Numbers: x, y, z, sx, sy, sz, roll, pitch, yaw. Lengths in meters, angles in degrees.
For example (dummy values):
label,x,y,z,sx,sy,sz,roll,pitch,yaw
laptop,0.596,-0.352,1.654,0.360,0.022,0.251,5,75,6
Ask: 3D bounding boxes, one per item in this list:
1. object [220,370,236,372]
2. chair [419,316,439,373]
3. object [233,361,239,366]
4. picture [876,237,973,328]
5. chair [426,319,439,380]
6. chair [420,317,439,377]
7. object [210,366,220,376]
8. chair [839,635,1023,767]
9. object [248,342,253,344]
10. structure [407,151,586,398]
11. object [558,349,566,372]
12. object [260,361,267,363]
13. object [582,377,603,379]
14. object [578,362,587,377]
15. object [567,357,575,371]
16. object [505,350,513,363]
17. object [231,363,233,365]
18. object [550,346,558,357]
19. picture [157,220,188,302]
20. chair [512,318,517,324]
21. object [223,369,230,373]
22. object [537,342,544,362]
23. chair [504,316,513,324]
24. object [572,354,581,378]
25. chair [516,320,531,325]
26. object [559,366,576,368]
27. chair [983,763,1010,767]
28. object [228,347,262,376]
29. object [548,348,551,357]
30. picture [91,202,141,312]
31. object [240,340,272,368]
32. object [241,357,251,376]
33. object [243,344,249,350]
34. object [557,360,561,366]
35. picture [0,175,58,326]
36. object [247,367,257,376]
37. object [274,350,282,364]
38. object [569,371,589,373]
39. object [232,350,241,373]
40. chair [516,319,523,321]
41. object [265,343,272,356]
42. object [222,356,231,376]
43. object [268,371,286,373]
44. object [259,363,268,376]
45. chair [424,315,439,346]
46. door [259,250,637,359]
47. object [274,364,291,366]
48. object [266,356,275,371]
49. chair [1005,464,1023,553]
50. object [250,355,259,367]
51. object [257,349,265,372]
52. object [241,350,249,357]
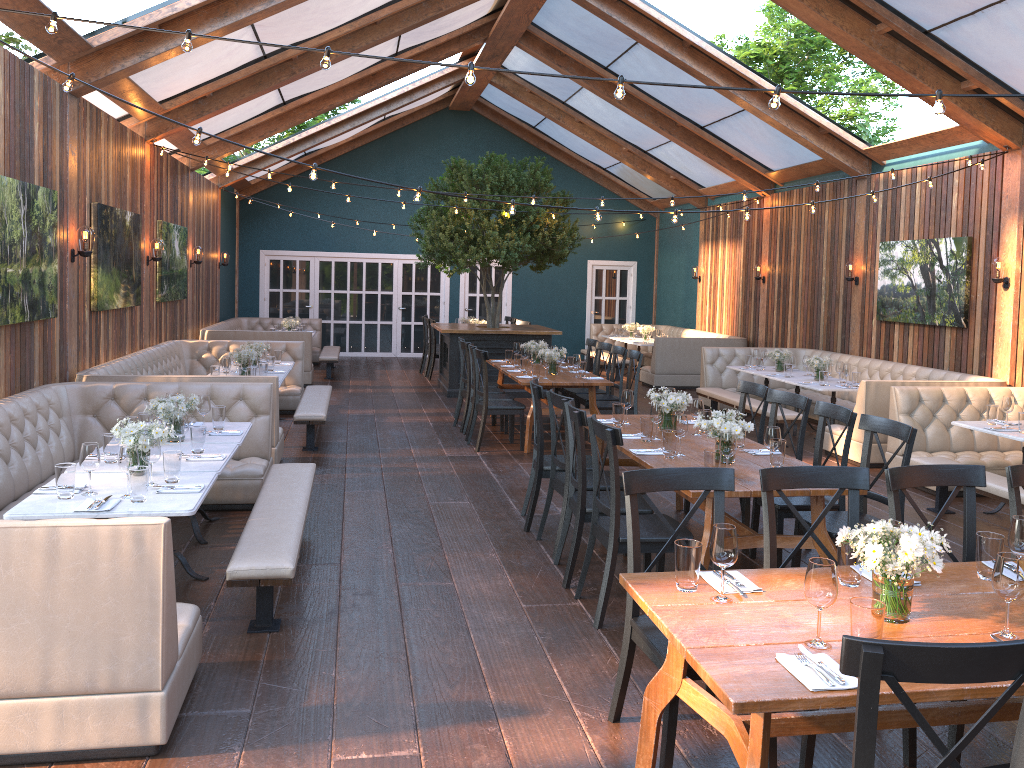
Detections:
label,x,y,z,sx,sy,sz,roll,pitch,yaw
object,-3.093,-0.144,9.519,0.255,0.019,0.158,0,7,-10
chair,-1.431,-0.729,16.265,0.539,1.016,0.479,1,4,-5
object,-3.150,-0.287,10.121,0.092,0.157,0.092,0,4,-24
picture,4.822,-1.208,10.452,0.065,0.993,1.659,1,6,-10
chair,-1.174,-0.593,15.175,0.539,1.016,0.479,1,4,-10
chair,-1.319,-0.661,15.718,0.539,1.016,0.479,1,4,-15
object,-2.876,-0.096,8.571,0.092,0.157,0.092,0,4,-24
chair,0.906,1.019,2.083,0.477,1.016,0.542,1,4,-5
object,-3.089,-0.366,10.433,0.092,0.243,0.092,4,4,38
structure,-0.255,-1.728,13.655,2.714,3.682,2.864,1,4,-1
object,0.553,-0.262,9.892,0.092,0.243,0.092,4,4,32
object,-3.021,-0.271,10.601,0.157,0.019,0.256,0,7,-10
object,0.827,-0.065,9.254,0.255,0.019,0.158,0,7,-10
object,0.746,-0.156,9.412,0.092,0.157,0.092,3,4,26
object,0.668,-0.226,9.984,0.092,0.157,0.092,-2,5,-44
object,-0.039,-0.330,10.698,0.092,0.157,0.092,2,4,6
object,-3.226,-0.239,10.283,0.255,0.019,0.158,0,7,-10
object,0.492,-0.324,10.419,0.092,0.243,0.092,1,4,-13
picture,-4.435,-1.592,11.591,0.065,0.993,1.659,1,6,-10
chair,-0.153,-0.722,16.494,0.539,1.016,0.479,1,4,-5
object,-3.019,-0.193,9.360,0.092,0.157,0.092,0,4,-24
object,0.352,-0.398,11.002,0.092,0.243,0.092,0,4,-30
chair,-0.250,-0.790,17.044,0.539,1.016,0.479,1,4,-15
object,0.683,-0.192,9.337,0.092,0.243,0.092,2,4,15
chair,0.026,-0.584,15.372,0.539,1.016,0.479,0,4,-27
object,0.639,-0.198,10.361,0.255,0.019,0.158,0,7,-10
chair,1.457,1.022,2.181,0.477,1.016,0.542,1,4,-15
object,-2.741,-0.228,9.076,0.336,0.308,0.330,2,5,6
object,0.474,-0.363,11.089,0.092,0.157,0.092,3,4,16
picture,-3.951,-1.258,8.895,0.065,0.993,1.659,1,6,-10
object,-2.909,-0.344,10.019,0.336,0.308,0.330,2,5,2
object,-2.596,-0.138,8.626,0.092,0.243,0.092,4,4,38
object,-3.063,-0.336,10.192,0.092,0.243,0.092,4,4,38
object,0.548,-0.295,10.506,0.092,0.157,0.092,3,4,16
picture,-3.458,-0.919,6.152,0.065,0.993,1.659,1,6,-10
object,-2.518,-0.084,8.553,0.092,0.157,0.092,3,4,26
object,-2.772,-0.319,10.470,0.092,0.157,0.092,0,4,-24
object,0.726,-0.137,9.831,0.255,0.019,0.158,0,7,-10
object,-2.938,-0.245,9.448,0.092,0.243,0.092,4,4,38
chair,-0.055,-0.654,15.943,0.539,1.016,0.479,1,4,-10
object,-2.870,-0.356,10.398,0.092,0.243,0.092,4,4,38
object,-2.797,-0.148,8.666,0.092,0.243,0.092,1,3,-7
object,-2.569,-0.132,9.536,0.255,0.019,0.158,0,7,-10
object,-2.512,-0.130,8.943,0.092,0.157,0.092,0,4,-24
chair,-1.450,-0.797,16.830,0.539,1.016,0.479,1,4,-5
door,-1.258,-1.672,19.221,8.170,2.202,0.174,0,3,-10
object,-2.705,-0.229,10.317,0.255,0.019,0.158,0,7,-10
object,-2.643,-0.222,9.687,0.092,0.157,0.092,0,4,-24
chair,2.341,0.875,3.617,0.477,1.016,0.542,1,4,-10
object,-2.586,-0.165,8.861,0.092,0.243,0.092,4,4,38
object,-2.723,-0.257,9.600,0.092,0.243,0.092,4,4,38
object,-3.172,-0.335,10.521,0.092,0.157,0.092,0,4,-24
